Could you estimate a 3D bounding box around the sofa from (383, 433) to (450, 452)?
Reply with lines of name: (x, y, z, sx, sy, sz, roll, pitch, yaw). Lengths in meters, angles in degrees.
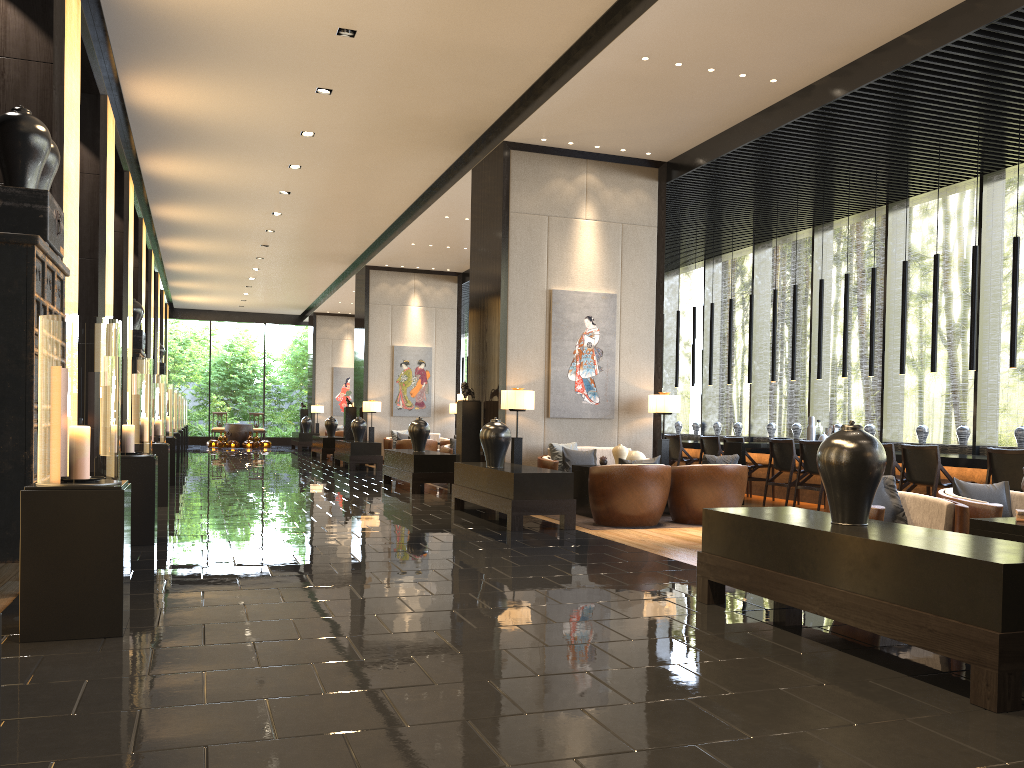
sofa: (-1.991, 1.367, 18.572, 1.449, 0.694, 0.602, 2, -1, -19)

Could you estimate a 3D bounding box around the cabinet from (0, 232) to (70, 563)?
cabinet: (-2.987, 0.179, 5.196, 0.548, 1.924, 1.186, 1, 0, -19)

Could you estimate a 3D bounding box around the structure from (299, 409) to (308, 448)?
structure: (-6.499, 1.393, 27.626, 0.240, 1.219, 0.240, 1, 1, -19)

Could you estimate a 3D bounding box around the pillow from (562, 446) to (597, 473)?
pillow: (0.763, 0.888, 10.073, 0.472, 0.361, 0.219, 2, 0, -23)

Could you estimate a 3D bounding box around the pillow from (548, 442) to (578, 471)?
pillow: (0.617, 0.869, 10.185, 0.433, 0.400, 0.201, 2, 0, -41)

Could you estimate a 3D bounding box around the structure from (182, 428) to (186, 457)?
structure: (-7.796, 1.350, 20.551, 0.402, 0.658, 0.402, 1, 0, -19)

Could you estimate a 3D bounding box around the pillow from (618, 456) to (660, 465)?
pillow: (1.200, 0.837, 8.340, 0.441, 0.338, 0.205, 1, 0, -12)

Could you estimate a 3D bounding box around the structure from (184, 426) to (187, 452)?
structure: (-8.773, 1.445, 23.319, 0.402, 0.658, 0.402, 1, 0, -19)

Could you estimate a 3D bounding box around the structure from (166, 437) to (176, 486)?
structure: (-4.865, 1.062, 12.245, 0.402, 0.658, 0.402, 1, 0, -19)

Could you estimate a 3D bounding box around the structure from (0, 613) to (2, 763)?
structure: (-0.973, 0.680, 1.215, 0.402, 0.658, 0.402, 1, 0, -19)

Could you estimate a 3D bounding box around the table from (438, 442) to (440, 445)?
table: (-1.762, 1.428, 17.890, 1.042, 0.518, 0.575, 2, -1, -19)

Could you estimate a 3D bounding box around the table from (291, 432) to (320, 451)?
table: (-6.007, 1.669, 25.744, 0.620, 0.513, 1.960, 1, -2, -19)

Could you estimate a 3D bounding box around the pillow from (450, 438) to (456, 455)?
pillow: (-0.764, 1.016, 13.662, 0.399, 0.362, 0.222, 1, 0, -19)

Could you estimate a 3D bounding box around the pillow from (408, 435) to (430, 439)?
pillow: (-1.752, 1.127, 16.705, 0.441, 0.338, 0.205, 1, 0, -12)

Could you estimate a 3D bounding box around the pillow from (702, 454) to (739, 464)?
pillow: (2.009, 0.860, 8.627, 0.399, 0.362, 0.222, 1, 0, -19)

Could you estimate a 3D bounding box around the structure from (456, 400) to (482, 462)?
structure: (-0.529, 0.808, 10.709, 0.240, 1.219, 0.240, 1, 1, -19)

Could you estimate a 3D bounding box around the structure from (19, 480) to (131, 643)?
structure: (-1.950, 0.776, 3.983, 0.402, 0.658, 0.402, 1, 0, -19)

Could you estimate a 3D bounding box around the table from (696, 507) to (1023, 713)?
table: (1.641, 0.919, 4.071, 0.620, 0.513, 1.960, 1, -2, -19)

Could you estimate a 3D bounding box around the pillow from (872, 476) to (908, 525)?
pillow: (2.172, 0.728, 5.342, 0.399, 0.362, 0.222, 1, 0, -19)

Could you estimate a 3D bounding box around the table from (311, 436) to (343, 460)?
table: (-4.304, 1.502, 20.920, 0.620, 0.513, 1.960, 1, -2, -19)

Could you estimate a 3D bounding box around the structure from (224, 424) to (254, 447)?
structure: (-8.541, 1.606, 27.689, 0.874, 0.710, 0.874, 2, -1, -31)

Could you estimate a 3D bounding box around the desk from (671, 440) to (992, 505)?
desk: (1.949, 1.298, 15.948, 1.780, 0.760, 28.727, 2, -2, -19)

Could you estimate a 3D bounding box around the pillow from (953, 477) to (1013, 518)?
pillow: (2.981, 0.758, 5.630, 0.441, 0.338, 0.205, 1, 0, -12)

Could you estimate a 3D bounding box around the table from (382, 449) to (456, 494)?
table: (-1.324, 1.210, 12.473, 0.620, 0.513, 1.960, 1, -2, -19)

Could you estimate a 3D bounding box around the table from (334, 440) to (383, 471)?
table: (-3.018, 1.376, 17.274, 0.620, 0.513, 1.960, 1, -2, -19)

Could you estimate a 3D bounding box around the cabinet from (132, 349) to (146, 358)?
cabinet: (-5.906, 0.465, 13.468, 0.548, 1.924, 1.186, 1, 0, -19)

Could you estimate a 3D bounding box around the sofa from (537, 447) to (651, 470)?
sofa: (0.961, 1.077, 10.206, 1.449, 0.694, 0.602, 2, -1, -19)

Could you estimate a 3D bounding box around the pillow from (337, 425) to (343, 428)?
pillow: (-5.338, 1.454, 27.061, 0.433, 0.400, 0.201, 2, 0, -41)

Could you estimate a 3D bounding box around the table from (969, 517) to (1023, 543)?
table: (2.960, 0.964, 4.508, 1.042, 0.518, 0.575, 2, -1, -19)

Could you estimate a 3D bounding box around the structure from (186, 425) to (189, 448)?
structure: (-9.750, 1.541, 26.088, 0.402, 0.658, 0.402, 1, 0, -19)

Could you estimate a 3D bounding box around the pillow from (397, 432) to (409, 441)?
pillow: (-2.189, 1.178, 18.438, 0.472, 0.361, 0.219, 2, 0, -23)

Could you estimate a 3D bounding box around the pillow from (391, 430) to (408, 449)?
pillow: (-2.335, 1.159, 18.550, 0.433, 0.400, 0.201, 2, 0, -41)

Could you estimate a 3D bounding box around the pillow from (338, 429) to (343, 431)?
pillow: (-4.755, 1.421, 25.215, 0.441, 0.338, 0.205, 1, 0, -12)

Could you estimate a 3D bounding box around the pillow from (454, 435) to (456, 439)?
pillow: (-0.943, 1.150, 16.993, 0.399, 0.362, 0.222, 1, 0, -19)

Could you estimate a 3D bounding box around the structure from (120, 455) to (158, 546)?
structure: (-2.911, 0.870, 6.708, 0.402, 0.658, 0.402, 1, 0, -19)

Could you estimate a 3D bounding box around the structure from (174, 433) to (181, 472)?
structure: (-5.842, 1.158, 15.014, 0.402, 0.658, 0.402, 1, 0, -19)

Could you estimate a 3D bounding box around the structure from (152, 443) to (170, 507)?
structure: (-3.888, 0.966, 9.476, 0.402, 0.658, 0.402, 1, 0, -19)

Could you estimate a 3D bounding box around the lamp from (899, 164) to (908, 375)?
lamp: (4.386, -1.314, 9.874, 0.060, 2.422, 0.060, 1, 1, -24)

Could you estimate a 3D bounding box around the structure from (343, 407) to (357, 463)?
structure: (-3.510, 1.100, 19.156, 0.240, 1.219, 0.240, 1, 1, -19)

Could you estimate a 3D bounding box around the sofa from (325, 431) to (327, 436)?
sofa: (-4.994, 1.661, 27.082, 1.449, 0.694, 0.602, 2, -1, -19)

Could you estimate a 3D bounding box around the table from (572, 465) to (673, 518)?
table: (1.225, 1.134, 9.424, 1.042, 0.518, 0.575, 2, -1, -19)

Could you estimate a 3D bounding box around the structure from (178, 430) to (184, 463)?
structure: (-6.819, 1.254, 17.782, 0.402, 0.658, 0.402, 1, 0, -19)

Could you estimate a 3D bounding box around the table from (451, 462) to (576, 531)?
table: (-0.037, 1.083, 8.827, 0.620, 0.513, 1.960, 1, -2, -19)

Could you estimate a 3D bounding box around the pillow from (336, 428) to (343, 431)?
pillow: (-5.192, 1.472, 26.948, 0.472, 0.361, 0.219, 2, 0, -23)
